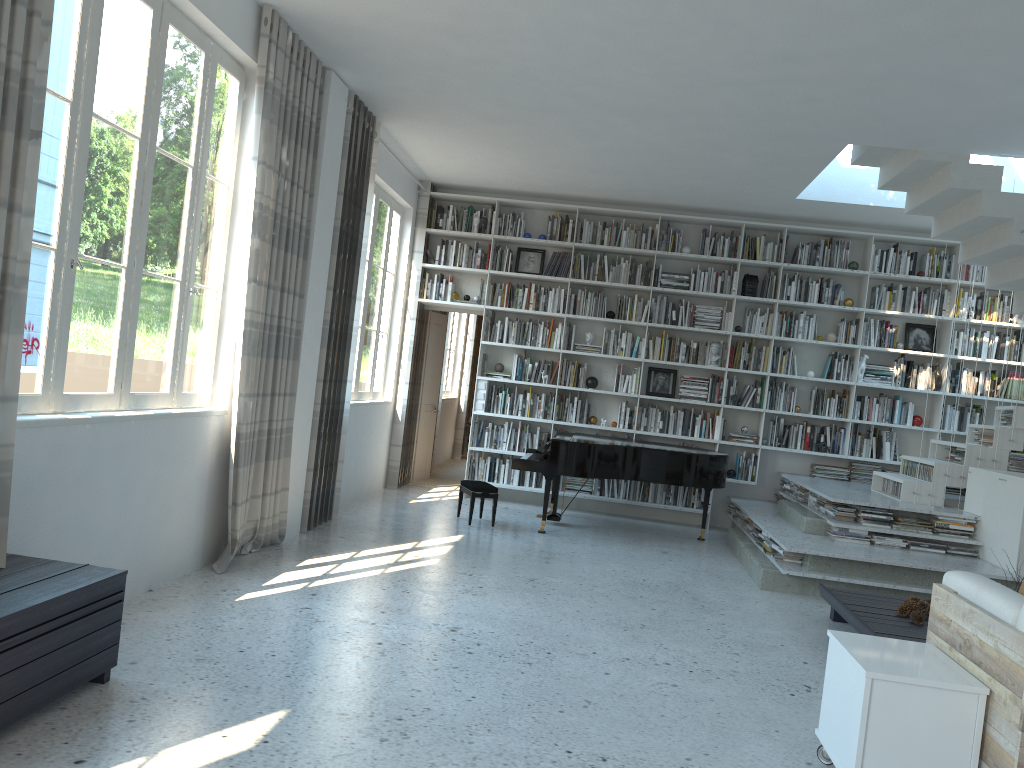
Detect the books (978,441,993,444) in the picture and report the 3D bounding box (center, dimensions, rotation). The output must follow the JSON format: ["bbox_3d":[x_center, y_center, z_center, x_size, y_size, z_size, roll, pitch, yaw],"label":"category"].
[{"bbox_3d":[4.032,0.496,7.392,0.253,0.007,0.189,7,0,34],"label":"books"}]

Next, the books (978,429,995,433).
[{"bbox_3d":[4.033,0.401,7.377,0.233,0.025,0.157,7,1,44],"label":"books"}]

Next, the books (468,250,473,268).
[{"bbox_3d":[-0.435,-1.308,9.404,0.028,0.212,0.138,7,1,6],"label":"books"}]

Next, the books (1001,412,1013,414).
[{"bbox_3d":[4.299,0.259,7.554,0.191,0.013,0.243,7,0,17],"label":"books"}]

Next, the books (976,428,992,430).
[{"bbox_3d":[4.240,0.409,7.872,0.157,0.014,0.180,7,0,4],"label":"books"}]

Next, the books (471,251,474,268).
[{"bbox_3d":[-0.407,-1.297,9.409,0.029,0.197,0.144,7,1,6],"label":"books"}]

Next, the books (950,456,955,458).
[{"bbox_3d":[4.008,0.660,7.917,0.159,0.012,0.225,7,0,14],"label":"books"}]

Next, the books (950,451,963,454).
[{"bbox_3d":[4.027,0.619,7.914,0.140,0.022,0.181,7,0,0],"label":"books"}]

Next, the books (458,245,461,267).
[{"bbox_3d":[-0.541,-1.339,9.399,0.012,0.249,0.192,7,1,6],"label":"books"}]

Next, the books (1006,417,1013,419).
[{"bbox_3d":[4.309,0.301,7.550,0.154,0.014,0.196,7,0,19],"label":"books"}]

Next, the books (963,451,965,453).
[{"bbox_3d":[4.012,0.599,7.691,0.133,0.017,0.178,7,0,10],"label":"books"}]

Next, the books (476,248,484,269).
[{"bbox_3d":[-0.337,-1.305,9.370,0.029,0.229,0.191,7,1,6],"label":"books"}]

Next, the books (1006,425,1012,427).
[{"bbox_3d":[4.311,0.365,7.549,0.136,0.013,0.258,7,0,18],"label":"books"}]

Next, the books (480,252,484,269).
[{"bbox_3d":[-0.308,-1.285,9.396,0.029,0.196,0.146,7,1,6],"label":"books"}]

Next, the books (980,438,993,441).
[{"bbox_3d":[4.018,0.472,7.371,0.214,0.014,0.138,7,0,34],"label":"books"}]

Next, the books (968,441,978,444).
[{"bbox_3d":[4.210,0.532,7.876,0.190,0.018,0.287,7,0,5],"label":"books"}]

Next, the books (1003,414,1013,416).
[{"bbox_3d":[4.306,0.271,7.552,0.174,0.009,0.240,7,0,15],"label":"books"}]

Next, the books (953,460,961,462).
[{"bbox_3d":[4.034,0.692,7.914,0.130,0.014,0.188,7,0,6],"label":"books"}]

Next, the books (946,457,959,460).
[{"bbox_3d":[4.010,0.671,7.917,0.158,0.009,0.216,7,0,0],"label":"books"}]

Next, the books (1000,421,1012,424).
[{"bbox_3d":[4.287,0.335,7.556,0.182,0.013,0.287,7,0,20],"label":"books"}]

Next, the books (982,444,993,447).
[{"bbox_3d":[4.026,0.517,7.389,0.205,0.012,0.183,7,0,34],"label":"books"}]

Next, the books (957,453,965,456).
[{"bbox_3d":[3.984,0.619,7.694,0.189,0.012,0.155,7,0,9],"label":"books"}]

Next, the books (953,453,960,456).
[{"bbox_3d":[4.033,0.636,7.914,0.132,0.010,0.198,7,0,10],"label":"books"}]

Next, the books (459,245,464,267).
[{"bbox_3d":[-0.525,-1.334,9.397,0.021,0.244,0.173,7,1,6],"label":"books"}]

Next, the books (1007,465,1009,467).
[{"bbox_3d":[4.801,0.787,8.404,0.190,0.012,0.133,7,0,9],"label":"books"}]

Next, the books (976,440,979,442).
[{"bbox_3d":[4.120,0.503,7.613,0.199,0.014,0.177,7,0,11],"label":"books"}]

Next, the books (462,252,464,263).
[{"bbox_3d":[-0.507,-1.326,9.425,0.011,0.231,0.135,7,1,6],"label":"books"}]

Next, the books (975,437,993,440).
[{"bbox_3d":[4.019,0.462,7.370,0.295,0.006,0.146,7,0,41],"label":"books"}]

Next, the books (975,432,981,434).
[{"bbox_3d":[4.238,0.450,7.872,0.149,0.017,0.239,7,0,4],"label":"books"}]

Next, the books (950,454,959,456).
[{"bbox_3d":[4.024,0.648,7.915,0.145,0.015,0.166,7,0,1],"label":"books"}]

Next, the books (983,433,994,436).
[{"bbox_3d":[4.034,0.426,7.383,0.184,0.016,0.179,7,0,35],"label":"books"}]

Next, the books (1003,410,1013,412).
[{"bbox_3d":[4.435,0.249,7.821,0.165,0.014,0.236,7,0,23],"label":"books"}]

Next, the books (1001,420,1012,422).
[{"bbox_3d":[4.288,0.321,7.556,0.190,0.014,0.244,7,0,19],"label":"books"}]

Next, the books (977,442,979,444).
[{"bbox_3d":[4.123,0.518,7.642,0.184,0.016,0.128,7,0,14],"label":"books"}]

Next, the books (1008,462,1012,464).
[{"bbox_3d":[4.803,0.759,8.397,0.206,0.015,0.144,7,0,3],"label":"books"}]

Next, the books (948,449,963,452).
[{"bbox_3d":[4.022,0.604,7.915,0.159,0.009,0.208,7,0,2],"label":"books"}]

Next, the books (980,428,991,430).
[{"bbox_3d":[4.133,0.398,7.617,0.155,0.009,0.155,7,0,6],"label":"books"}]

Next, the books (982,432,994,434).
[{"bbox_3d":[4.026,0.415,7.371,0.254,0.005,0.161,7,0,39],"label":"books"}]

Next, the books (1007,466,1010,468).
[{"bbox_3d":[4.799,0.799,8.399,0.251,0.012,0.133,7,0,1],"label":"books"}]

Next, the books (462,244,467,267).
[{"bbox_3d":[-0.491,-1.339,9.392,0.025,0.261,0.167,7,1,6],"label":"books"}]

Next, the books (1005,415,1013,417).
[{"bbox_3d":[4.315,0.282,7.549,0.144,0.011,0.257,7,0,13],"label":"books"}]

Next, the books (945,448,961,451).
[{"bbox_3d":[4.005,0.594,7.917,0.198,0.006,0.188,7,0,2],"label":"books"}]

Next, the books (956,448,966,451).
[{"bbox_3d":[3.990,0.581,7.694,0.177,0.014,0.194,7,0,1],"label":"books"}]

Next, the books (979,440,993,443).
[{"bbox_3d":[4.025,0.486,7.382,0.221,0.011,0.180,7,0,38],"label":"books"}]

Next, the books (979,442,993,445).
[{"bbox_3d":[4.024,0.504,7.384,0.215,0.013,0.189,7,0,39],"label":"books"}]

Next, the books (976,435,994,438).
[{"bbox_3d":[4.021,0.444,7.370,0.295,0.007,0.146,7,0,37],"label":"books"}]

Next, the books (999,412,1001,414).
[{"bbox_3d":[4.424,0.263,7.825,0.190,0.015,0.230,7,0,20],"label":"books"}]

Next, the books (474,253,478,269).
[{"bbox_3d":[-0.368,-1.285,9.396,0.031,0.182,0.151,7,1,6],"label":"books"}]

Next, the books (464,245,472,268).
[{"bbox_3d":[-0.464,-1.331,9.388,0.030,0.251,0.165,7,1,6],"label":"books"}]

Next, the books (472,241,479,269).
[{"bbox_3d":[-0.384,-1.348,9.381,0.012,0.303,0.189,7,1,6],"label":"books"}]

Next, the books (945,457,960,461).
[{"bbox_3d":[4.002,0.677,7.917,0.189,0.007,0.195,7,0,4],"label":"books"}]

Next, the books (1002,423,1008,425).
[{"bbox_3d":[4.428,0.363,7.821,0.149,0.014,0.228,7,0,18],"label":"books"}]

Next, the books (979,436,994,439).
[{"bbox_3d":[4.030,0.454,7.382,0.231,0.011,0.171,7,0,43],"label":"books"}]

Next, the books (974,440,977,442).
[{"bbox_3d":[4.236,0.518,7.873,0.136,0.017,0.288,7,0,4],"label":"books"}]

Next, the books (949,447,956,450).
[{"bbox_3d":[4.026,0.587,7.914,0.160,0.012,0.195,7,0,4],"label":"books"}]

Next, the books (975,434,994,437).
[{"bbox_3d":[4.022,0.437,7.370,0.295,0.007,0.146,7,0,41],"label":"books"}]

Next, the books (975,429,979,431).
[{"bbox_3d":[4.235,0.423,7.872,0.157,0.014,0.180,7,0,2],"label":"books"}]

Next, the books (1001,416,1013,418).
[{"bbox_3d":[4.300,0.289,7.553,0.176,0.007,0.254,7,0,14],"label":"books"}]
